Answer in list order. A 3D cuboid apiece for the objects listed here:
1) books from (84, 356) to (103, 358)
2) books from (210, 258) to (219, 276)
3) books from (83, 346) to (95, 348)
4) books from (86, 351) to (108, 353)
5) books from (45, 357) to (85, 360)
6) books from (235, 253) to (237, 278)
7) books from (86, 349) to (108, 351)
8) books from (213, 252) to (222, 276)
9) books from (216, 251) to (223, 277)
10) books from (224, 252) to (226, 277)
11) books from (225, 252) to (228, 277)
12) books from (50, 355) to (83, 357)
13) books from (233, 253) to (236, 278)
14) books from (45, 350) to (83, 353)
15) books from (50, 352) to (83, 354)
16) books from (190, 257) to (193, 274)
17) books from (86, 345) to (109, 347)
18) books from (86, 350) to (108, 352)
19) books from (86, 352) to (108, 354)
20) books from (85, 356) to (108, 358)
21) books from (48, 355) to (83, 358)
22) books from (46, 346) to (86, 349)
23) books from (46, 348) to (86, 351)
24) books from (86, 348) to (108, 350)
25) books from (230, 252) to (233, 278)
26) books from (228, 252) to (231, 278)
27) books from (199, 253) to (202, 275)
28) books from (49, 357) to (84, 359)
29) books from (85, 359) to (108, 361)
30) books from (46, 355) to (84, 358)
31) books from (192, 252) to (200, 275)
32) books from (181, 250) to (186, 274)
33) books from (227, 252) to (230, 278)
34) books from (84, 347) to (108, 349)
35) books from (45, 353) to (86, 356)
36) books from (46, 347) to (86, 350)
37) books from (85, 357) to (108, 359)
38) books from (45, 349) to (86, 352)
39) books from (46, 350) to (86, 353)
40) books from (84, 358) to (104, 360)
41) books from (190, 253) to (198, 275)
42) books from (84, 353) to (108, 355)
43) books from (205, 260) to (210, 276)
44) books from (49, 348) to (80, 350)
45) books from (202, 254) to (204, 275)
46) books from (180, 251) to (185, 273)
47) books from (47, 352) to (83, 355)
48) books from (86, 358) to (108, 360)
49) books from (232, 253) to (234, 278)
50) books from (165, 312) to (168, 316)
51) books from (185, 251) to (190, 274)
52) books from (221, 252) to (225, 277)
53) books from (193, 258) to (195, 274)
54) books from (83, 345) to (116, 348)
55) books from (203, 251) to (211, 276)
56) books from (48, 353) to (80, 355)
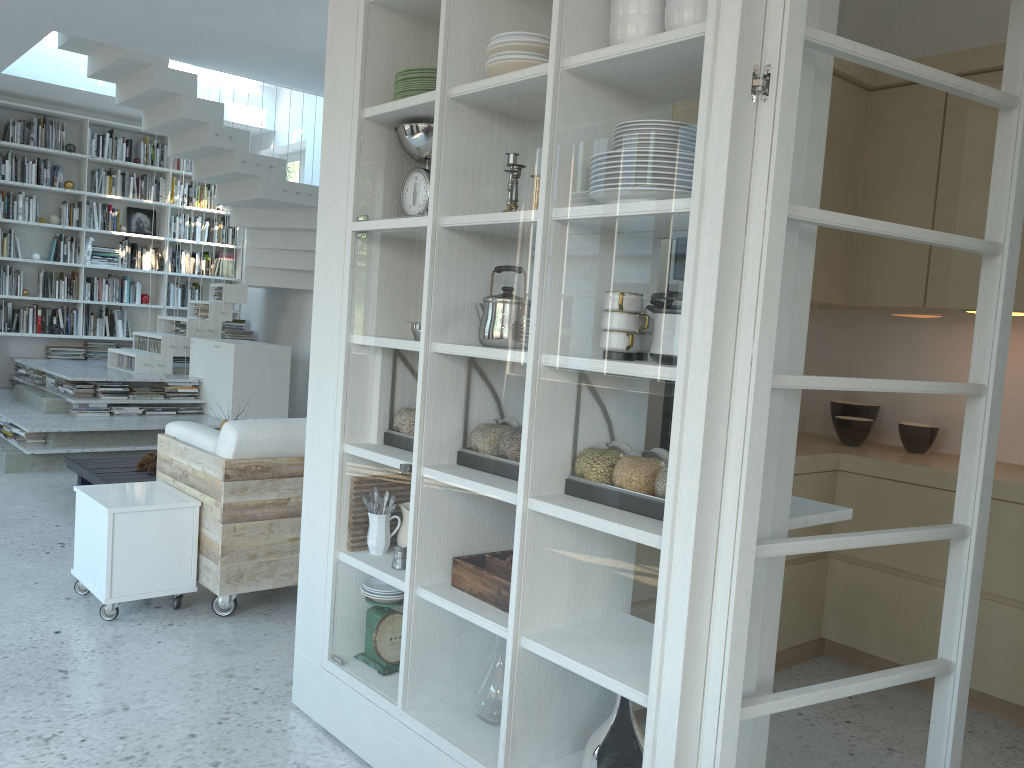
[{"bbox_3d":[-4.415,-0.286,9.478,0.254,0.007,0.160,1,5,-40],"label":"books"},{"bbox_3d":[-3.435,-1.334,10.146,0.088,0.217,0.166,0,6,-41],"label":"books"},{"bbox_3d":[-4.409,-0.390,9.469,0.285,0.005,0.159,1,5,-42],"label":"books"},{"bbox_3d":[-4.404,-0.340,9.468,0.159,0.007,0.285,8,5,44],"label":"books"},{"bbox_3d":[-4.666,-0.269,9.256,0.345,0.007,0.193,1,5,-37],"label":"books"},{"bbox_3d":[-3.244,-1.374,10.305,0.018,0.294,0.169,0,6,-41],"label":"books"},{"bbox_3d":[-4.410,-0.362,9.475,0.285,0.007,0.159,1,5,-41],"label":"books"},{"bbox_3d":[-3.402,-1.373,10.171,0.072,0.292,0.169,0,6,-41],"label":"books"},{"bbox_3d":[-3.373,-1.375,10.195,0.033,0.294,0.169,0,6,-41],"label":"books"},{"bbox_3d":[-3.341,-1.375,10.222,0.018,0.294,0.169,0,6,-41],"label":"books"},{"bbox_3d":[-3.327,-1.375,10.234,0.018,0.294,0.169,0,6,-41],"label":"books"},{"bbox_3d":[-4.668,-0.300,9.258,0.308,0.008,0.195,1,5,-39],"label":"books"},{"bbox_3d":[-3.251,-1.373,10.285,0.018,0.294,0.169,0,6,-41],"label":"books"},{"bbox_3d":[-4.660,-0.337,9.256,0.345,0.007,0.193,0,5,-44],"label":"books"},{"bbox_3d":[-4.658,-0.329,9.252,0.308,0.008,0.195,1,5,-36],"label":"books"},{"bbox_3d":[-3.631,-1.326,9.974,0.023,0.189,0.169,0,6,-41],"label":"books"},{"bbox_3d":[-4.401,-0.405,9.465,0.254,0.006,0.160,1,5,-37],"label":"books"},{"bbox_3d":[-4.409,-0.355,9.474,0.285,0.007,0.159,1,5,-40],"label":"books"},{"bbox_3d":[-4.410,-0.334,9.475,0.254,0.007,0.160,1,5,-40],"label":"books"},{"bbox_3d":[-4.410,-0.293,9.472,0.285,0.007,0.159,0,5,-45],"label":"books"},{"bbox_3d":[-4.665,-0.292,9.255,0.308,0.008,0.195,1,5,-37],"label":"books"},{"bbox_3d":[-4.659,-0.381,9.254,0.345,0.007,0.193,1,5,-39],"label":"books"},{"bbox_3d":[-4.661,-0.359,9.256,0.345,0.007,0.193,1,5,-39],"label":"books"},{"bbox_3d":[-4.408,-0.373,9.469,0.285,0.005,0.159,1,5,-43],"label":"books"},{"bbox_3d":[-3.282,-1.374,10.266,0.018,0.294,0.169,0,6,-41],"label":"books"},{"bbox_3d":[-3.300,-1.374,10.258,0.018,0.294,0.169,0,6,-41],"label":"books"},{"bbox_3d":[-3.551,-1.359,10.067,0.012,0.254,0.160,0,6,-41],"label":"books"},{"bbox_3d":[-4.666,-0.277,9.256,0.308,0.008,0.195,0,5,-45],"label":"books"},{"bbox_3d":[-4.414,-0.259,9.477,0.254,0.007,0.160,1,5,-38],"label":"books"},{"bbox_3d":[-4.664,-0.284,9.253,0.345,0.007,0.193,1,5,-36],"label":"books"},{"bbox_3d":[-3.579,-1.362,10.033,0.029,0.259,0.171,0,6,-41],"label":"books"},{"bbox_3d":[-3.695,-1.366,9.929,0.022,0.266,0.157,0,6,-41],"label":"books"},{"bbox_3d":[-3.311,-1.374,10.243,0.018,0.294,0.169,0,6,-41],"label":"books"},{"bbox_3d":[-4.409,-0.384,9.470,0.285,0.005,0.159,1,5,-40],"label":"books"},{"bbox_3d":[-4.666,-0.307,9.258,0.345,0.007,0.193,1,5,-43],"label":"books"},{"bbox_3d":[-4.660,-0.374,9.255,0.345,0.007,0.193,1,5,-43],"label":"books"},{"bbox_3d":[-4.417,-0.280,9.480,0.254,0.007,0.160,1,5,-41],"label":"books"},{"bbox_3d":[-4.656,-0.351,9.250,0.193,0.007,0.345,8,5,44],"label":"books"},{"bbox_3d":[-4.662,-0.344,9.257,0.345,0.007,0.193,1,5,-39],"label":"books"},{"bbox_3d":[-4.418,-0.266,9.482,0.285,0.007,0.159,1,5,-41],"label":"books"},{"bbox_3d":[-3.592,-1.355,10.009,0.022,0.247,0.181,0,6,-41],"label":"books"},{"bbox_3d":[-4.407,-0.320,9.471,0.254,0.007,0.160,0,5,-45],"label":"books"},{"bbox_3d":[-3.488,-1.319,10.082,0.024,0.181,0.190,0,6,-41],"label":"books"},{"bbox_3d":[-4.660,-0.367,9.255,0.308,0.008,0.195,1,5,-39],"label":"books"},{"bbox_3d":[-3.539,-1.357,10.082,0.025,0.249,0.133,0,6,-41],"label":"books"},{"bbox_3d":[-3.707,-1.355,9.905,0.026,0.246,0.180,0,6,-41],"label":"books"},{"bbox_3d":[-4.669,-0.323,9.261,0.308,0.008,0.195,1,5,-41],"label":"books"},{"bbox_3d":[-4.412,-0.272,9.474,0.254,0.007,0.160,1,5,-37],"label":"books"},{"bbox_3d":[-3.272,-1.374,10.282,0.018,0.294,0.169,0,6,-41],"label":"books"},{"bbox_3d":[-3.843,-0.645,9.814,0.011,0.293,0.144,0,6,-41],"label":"books"},{"bbox_3d":[-3.658,-1.362,9.945,0.056,0.262,0.176,0,6,-41],"label":"books"},{"bbox_3d":[-3.346,-1.374,10.200,0.018,0.294,0.169,0,6,-41],"label":"books"},{"bbox_3d":[-3.625,-1.325,10.007,0.030,0.184,0.137,0,6,-41],"label":"books"},{"bbox_3d":[-4.403,-0.400,9.463,0.285,0.005,0.159,0,5,-45],"label":"books"},{"bbox_3d":[-3.484,-1.370,10.115,0.026,0.278,0.169,0,6,-41],"label":"books"},{"bbox_3d":[-4.661,-0.314,9.252,0.195,0.008,0.308,8,5,44],"label":"books"}]
